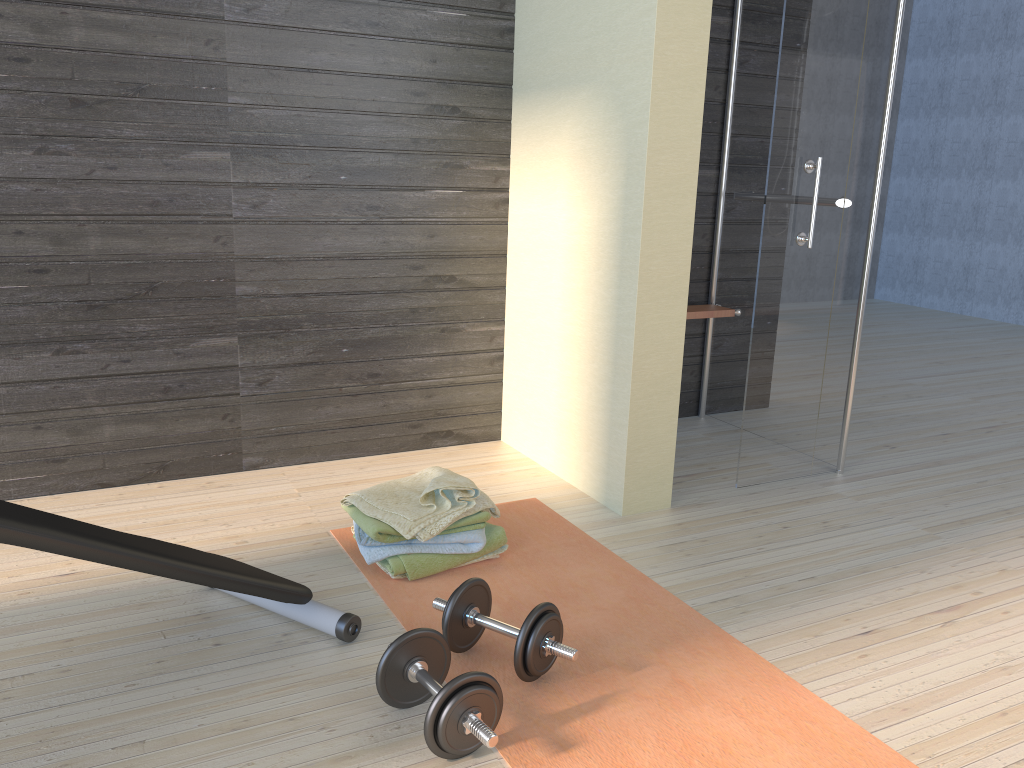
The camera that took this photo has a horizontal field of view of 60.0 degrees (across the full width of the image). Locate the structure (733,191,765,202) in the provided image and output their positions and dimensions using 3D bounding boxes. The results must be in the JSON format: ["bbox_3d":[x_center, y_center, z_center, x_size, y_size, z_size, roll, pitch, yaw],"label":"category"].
[{"bbox_3d":[1.088,-0.730,3.502,0.062,0.046,0.636,-5,16,-27],"label":"structure"}]

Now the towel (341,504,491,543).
[{"bbox_3d":[-0.289,0.372,2.606,0.371,0.085,0.376,-4,15,-22],"label":"towel"}]

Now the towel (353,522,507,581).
[{"bbox_3d":[-0.248,0.439,2.599,0.367,0.081,0.380,-6,16,-29],"label":"towel"}]

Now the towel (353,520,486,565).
[{"bbox_3d":[-0.271,0.412,2.598,0.383,0.078,0.383,-1,14,-11],"label":"towel"}]

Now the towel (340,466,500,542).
[{"bbox_3d":[-0.261,0.323,2.583,0.373,0.123,0.384,-11,19,-42],"label":"towel"}]

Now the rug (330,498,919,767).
[{"bbox_3d":[0.400,0.737,1.679,0.716,0.002,2.779,-5,16,-27],"label":"rug"}]

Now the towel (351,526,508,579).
[{"bbox_3d":[-0.251,0.456,2.625,0.371,0.044,0.376,-6,16,-28],"label":"towel"}]

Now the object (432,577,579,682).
[{"bbox_3d":[-0.022,0.548,1.991,0.385,0.176,0.176,11,17,33],"label":"object"}]

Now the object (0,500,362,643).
[{"bbox_3d":[-0.901,0.322,1.607,0.505,0.746,1.312,10,16,30],"label":"object"}]

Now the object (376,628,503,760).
[{"bbox_3d":[-0.147,0.610,1.764,0.176,0.176,0.385,-8,17,-35],"label":"object"}]

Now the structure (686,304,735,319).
[{"bbox_3d":[0.580,-0.291,3.711,0.781,0.030,0.151,-5,16,-27],"label":"structure"}]
